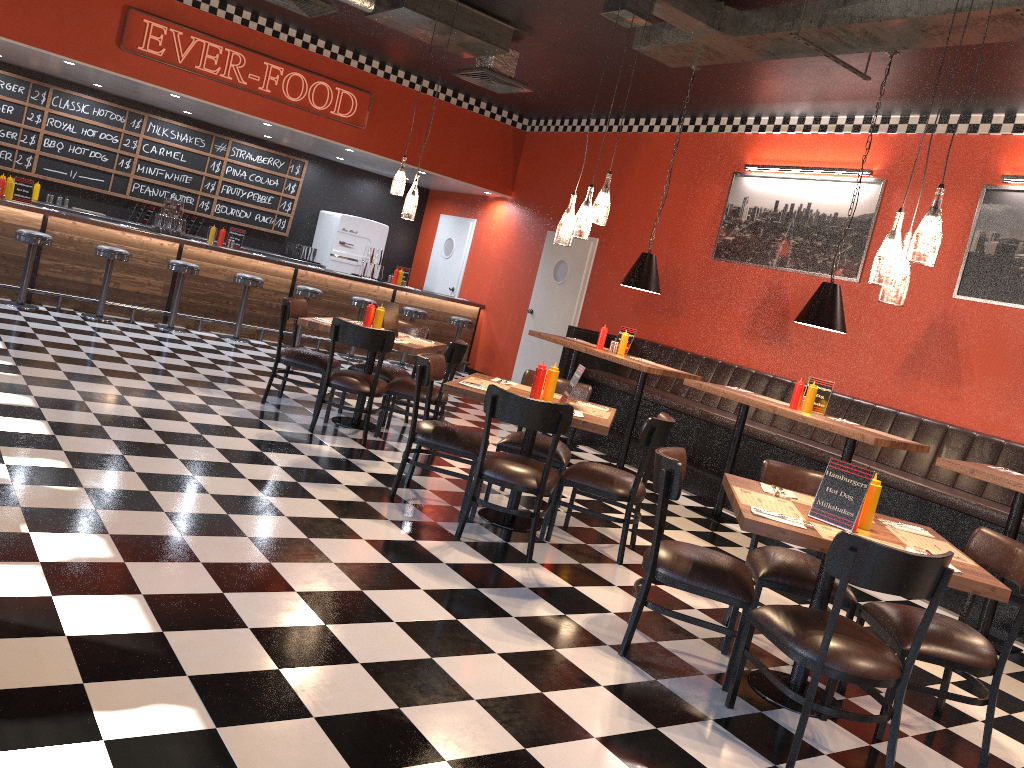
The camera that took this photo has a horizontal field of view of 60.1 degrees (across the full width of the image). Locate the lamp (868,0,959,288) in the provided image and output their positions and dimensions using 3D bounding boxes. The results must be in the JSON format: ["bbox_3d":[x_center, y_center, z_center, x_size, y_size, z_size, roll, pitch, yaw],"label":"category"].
[{"bbox_3d":[1.746,-1.354,3.567,0.109,1.959,0.108,16,5,35],"label":"lamp"}]

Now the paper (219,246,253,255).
[{"bbox_3d":[-3.306,-1.598,10.607,0.364,0.001,0.263,9,8,-35],"label":"paper"}]

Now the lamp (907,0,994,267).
[{"bbox_3d":[1.862,-1.430,3.468,0.108,1.959,0.108,14,4,10],"label":"lamp"}]

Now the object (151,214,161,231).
[{"bbox_3d":[-4.170,-1.893,10.409,0.105,0.208,0.105,14,5,8],"label":"object"}]

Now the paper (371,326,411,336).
[{"bbox_3d":[-1.047,-0.447,7.434,0.366,0.001,0.261,15,7,11],"label":"paper"}]

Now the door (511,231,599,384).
[{"bbox_3d":[0.494,-0.850,11.317,0.161,2.172,1.034,11,5,-37],"label":"door"}]

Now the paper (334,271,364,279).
[{"bbox_3d":[-2.126,-1.419,11.531,0.364,0.001,0.263,9,8,-35],"label":"paper"}]

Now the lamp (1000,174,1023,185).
[{"bbox_3d":[4.305,-1.456,6.444,0.081,0.056,1.455,9,8,-37],"label":"lamp"}]

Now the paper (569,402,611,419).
[{"bbox_3d":[0.463,0.160,5.374,0.261,0.001,0.366,15,7,9],"label":"paper"}]

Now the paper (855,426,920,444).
[{"bbox_3d":[2.620,0.354,6.201,0.260,0.001,0.368,9,8,-34],"label":"paper"}]

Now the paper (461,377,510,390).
[{"bbox_3d":[-0.154,0.001,5.449,0.261,0.001,0.366,14,6,6],"label":"paper"}]

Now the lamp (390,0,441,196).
[{"bbox_3d":[-0.701,-2.471,7.061,0.108,1.959,0.109,10,6,-45],"label":"lamp"}]

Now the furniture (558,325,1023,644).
[{"bbox_3d":[3.377,0.976,6.210,1.100,1.146,8.822,10,7,-37],"label":"furniture"}]

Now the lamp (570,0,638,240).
[{"bbox_3d":[0.627,-1.812,5.168,0.108,1.959,0.109,14,4,5],"label":"lamp"}]

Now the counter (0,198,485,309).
[{"bbox_3d":[-3.362,-1.603,10.765,7.014,0.050,0.680,9,8,-37],"label":"counter"}]

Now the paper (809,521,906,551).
[{"bbox_3d":[1.346,0.606,3.391,0.366,0.001,0.262,14,7,7],"label":"paper"}]

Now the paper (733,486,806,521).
[{"bbox_3d":[1.078,0.500,3.738,0.261,0.001,0.366,14,7,7],"label":"paper"}]

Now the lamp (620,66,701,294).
[{"bbox_3d":[1.407,-1.848,7.991,0.382,2.038,0.383,14,4,4],"label":"lamp"}]

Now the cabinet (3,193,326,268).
[{"bbox_3d":[-5.102,-1.633,11.600,5.265,0.996,0.680,9,7,-37],"label":"cabinet"}]

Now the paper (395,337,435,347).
[{"bbox_3d":[-0.766,-0.335,7.059,0.261,0.001,0.366,15,7,8],"label":"paper"}]

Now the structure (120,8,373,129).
[{"bbox_3d":[-2.918,-3.538,10.105,2.864,0.437,0.123,9,6,-37],"label":"structure"}]

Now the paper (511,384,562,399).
[{"bbox_3d":[0.185,0.051,5.734,0.366,0.001,0.262,14,7,7],"label":"paper"}]

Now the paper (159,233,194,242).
[{"bbox_3d":[-3.855,-1.684,10.202,0.364,0.001,0.263,9,8,-35],"label":"paper"}]

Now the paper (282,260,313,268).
[{"bbox_3d":[-2.686,-1.501,11.067,0.364,0.001,0.263,8,8,-40],"label":"paper"}]

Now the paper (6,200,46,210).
[{"bbox_3d":[-5.083,-1.873,9.266,0.364,0.001,0.263,9,8,-35],"label":"paper"}]

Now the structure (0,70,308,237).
[{"bbox_3d":[-4.948,-3.000,11.670,4.525,1.143,0.201,9,6,-37],"label":"structure"}]

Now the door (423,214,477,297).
[{"bbox_3d":[-1.095,-1.499,13.568,0.161,2.172,1.034,11,5,-37],"label":"door"}]

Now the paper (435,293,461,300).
[{"bbox_3d":[-0.896,-1.228,12.447,0.364,0.001,0.263,10,7,-26],"label":"paper"}]

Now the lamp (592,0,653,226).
[{"bbox_3d":[0.743,-1.910,5.254,0.109,1.959,0.108,16,4,25],"label":"lamp"}]

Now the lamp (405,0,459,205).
[{"bbox_3d":[-0.602,-2.335,7.093,0.109,1.959,0.108,17,5,40],"label":"lamp"}]

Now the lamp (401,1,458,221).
[{"bbox_3d":[-0.601,-2.260,6.975,0.108,1.959,0.108,14,4,10],"label":"lamp"}]

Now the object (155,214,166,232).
[{"bbox_3d":[-4.096,-1.866,10.328,0.105,0.208,0.105,14,5,8],"label":"object"}]

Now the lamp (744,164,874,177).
[{"bbox_3d":[2.823,-2.061,8.543,0.081,0.056,1.455,9,8,-37],"label":"lamp"}]

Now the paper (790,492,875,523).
[{"bbox_3d":[1.435,0.553,4.026,0.366,0.001,0.261,15,7,10],"label":"paper"}]

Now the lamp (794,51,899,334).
[{"bbox_3d":[2.503,-1.401,6.439,0.382,2.038,0.383,14,4,4],"label":"lamp"}]

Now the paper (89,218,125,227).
[{"bbox_3d":[-4.458,-1.780,9.764,0.364,0.001,0.263,9,8,-35],"label":"paper"}]

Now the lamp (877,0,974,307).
[{"bbox_3d":[1.821,-1.285,3.655,0.108,1.959,0.109,12,4,-25],"label":"lamp"}]

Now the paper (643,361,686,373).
[{"bbox_3d":[1.358,-0.153,7.923,0.260,0.001,0.368,9,8,-34],"label":"paper"}]

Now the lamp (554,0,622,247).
[{"bbox_3d":[0.533,-1.785,5.262,0.108,1.959,0.109,12,4,-25],"label":"lamp"}]

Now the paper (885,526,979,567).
[{"bbox_3d":[1.722,0.666,3.656,0.261,0.001,0.366,14,7,7],"label":"paper"}]

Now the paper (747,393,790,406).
[{"bbox_3d":[2.054,0.128,6.962,0.260,0.001,0.368,9,8,-34],"label":"paper"}]

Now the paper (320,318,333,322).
[{"bbox_3d":[-1.409,-0.502,7.152,0.261,0.001,0.366,15,7,8],"label":"paper"}]

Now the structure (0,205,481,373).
[{"bbox_3d":[-3.315,-1.005,10.555,7.014,1.036,0.217,9,6,-37],"label":"structure"}]

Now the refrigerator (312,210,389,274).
[{"bbox_3d":[-2.541,-1.626,13.306,0.799,1.798,0.856,10,6,-37],"label":"refrigerator"}]

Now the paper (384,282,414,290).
[{"bbox_3d":[-1.531,-1.326,11.970,0.364,0.001,0.263,9,8,-36],"label":"paper"}]

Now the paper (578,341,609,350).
[{"bbox_3d":[0.821,-0.373,8.697,0.260,0.001,0.368,9,8,-34],"label":"paper"}]
